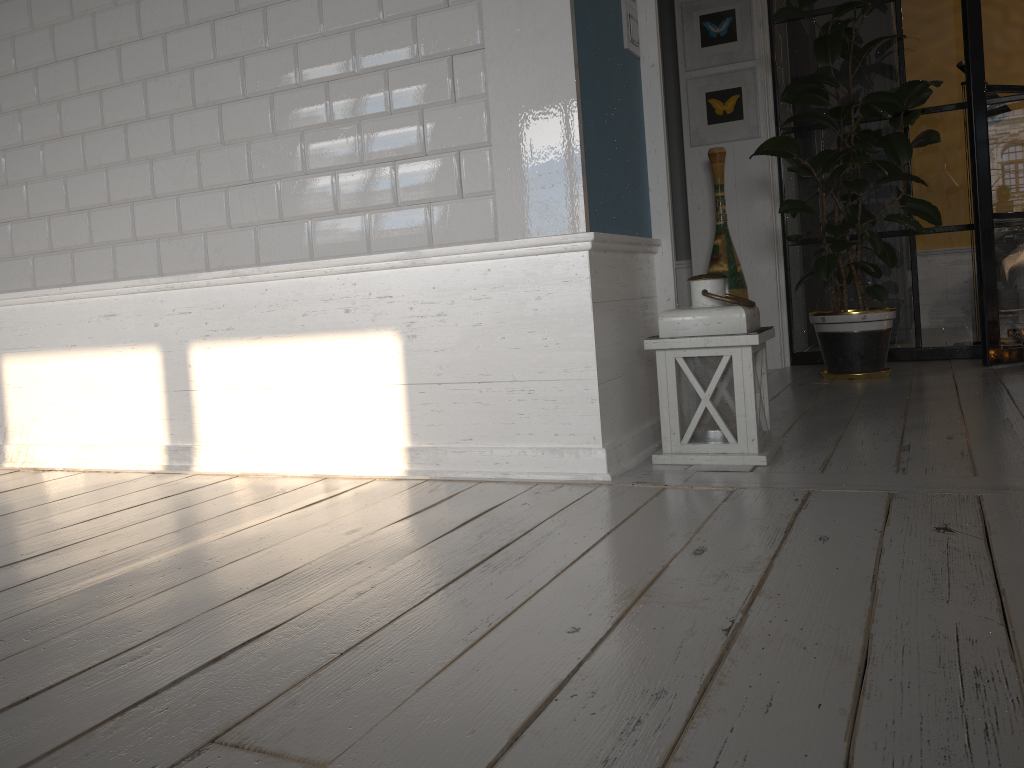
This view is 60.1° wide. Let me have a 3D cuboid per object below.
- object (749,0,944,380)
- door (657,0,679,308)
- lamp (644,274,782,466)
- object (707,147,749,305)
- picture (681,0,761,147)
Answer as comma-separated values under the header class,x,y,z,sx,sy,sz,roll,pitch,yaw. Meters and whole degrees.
class,x,y,z,sx,sy,sz,roll,pitch,yaw
object,2.954,-0.979,3.317,3.891,1.790,1.015,-2,3,25
door,0.474,-1.243,5.280,1.035,2.301,0.178,-3,2,26
lamp,0.531,-0.052,2.334,0.286,0.476,0.288,-3,3,24
object,1.055,-0.608,4.397,0.215,1.121,0.216,-4,2,20
picture,0.660,-1.506,3.674,0.358,0.750,1.955,-3,5,26
